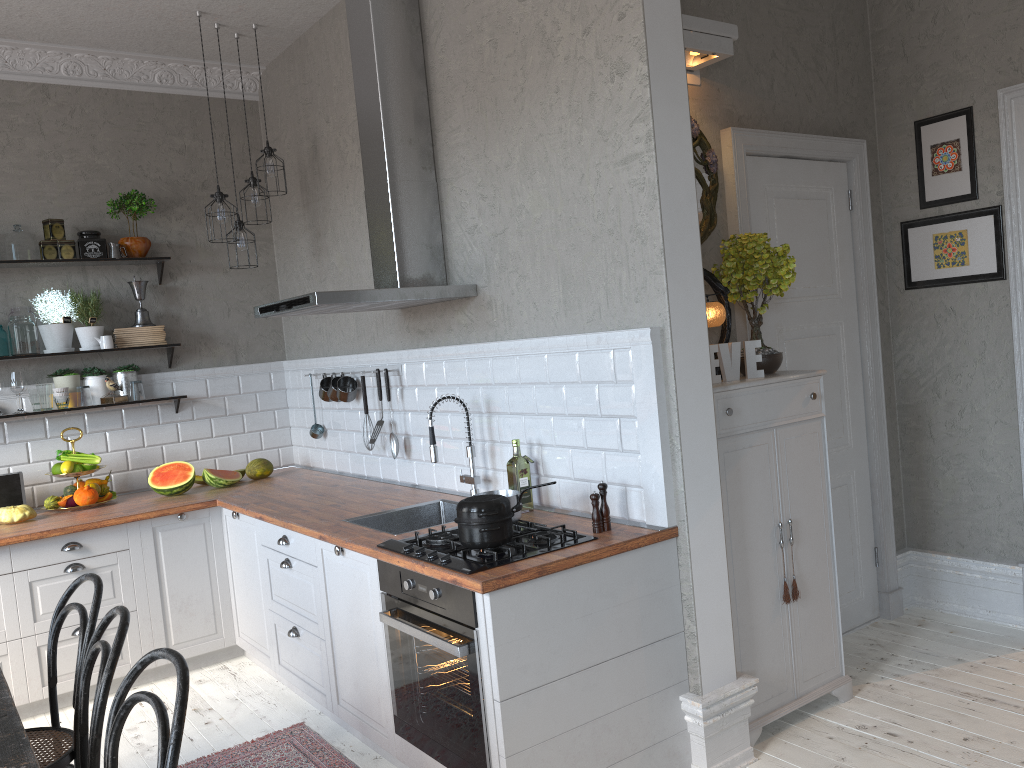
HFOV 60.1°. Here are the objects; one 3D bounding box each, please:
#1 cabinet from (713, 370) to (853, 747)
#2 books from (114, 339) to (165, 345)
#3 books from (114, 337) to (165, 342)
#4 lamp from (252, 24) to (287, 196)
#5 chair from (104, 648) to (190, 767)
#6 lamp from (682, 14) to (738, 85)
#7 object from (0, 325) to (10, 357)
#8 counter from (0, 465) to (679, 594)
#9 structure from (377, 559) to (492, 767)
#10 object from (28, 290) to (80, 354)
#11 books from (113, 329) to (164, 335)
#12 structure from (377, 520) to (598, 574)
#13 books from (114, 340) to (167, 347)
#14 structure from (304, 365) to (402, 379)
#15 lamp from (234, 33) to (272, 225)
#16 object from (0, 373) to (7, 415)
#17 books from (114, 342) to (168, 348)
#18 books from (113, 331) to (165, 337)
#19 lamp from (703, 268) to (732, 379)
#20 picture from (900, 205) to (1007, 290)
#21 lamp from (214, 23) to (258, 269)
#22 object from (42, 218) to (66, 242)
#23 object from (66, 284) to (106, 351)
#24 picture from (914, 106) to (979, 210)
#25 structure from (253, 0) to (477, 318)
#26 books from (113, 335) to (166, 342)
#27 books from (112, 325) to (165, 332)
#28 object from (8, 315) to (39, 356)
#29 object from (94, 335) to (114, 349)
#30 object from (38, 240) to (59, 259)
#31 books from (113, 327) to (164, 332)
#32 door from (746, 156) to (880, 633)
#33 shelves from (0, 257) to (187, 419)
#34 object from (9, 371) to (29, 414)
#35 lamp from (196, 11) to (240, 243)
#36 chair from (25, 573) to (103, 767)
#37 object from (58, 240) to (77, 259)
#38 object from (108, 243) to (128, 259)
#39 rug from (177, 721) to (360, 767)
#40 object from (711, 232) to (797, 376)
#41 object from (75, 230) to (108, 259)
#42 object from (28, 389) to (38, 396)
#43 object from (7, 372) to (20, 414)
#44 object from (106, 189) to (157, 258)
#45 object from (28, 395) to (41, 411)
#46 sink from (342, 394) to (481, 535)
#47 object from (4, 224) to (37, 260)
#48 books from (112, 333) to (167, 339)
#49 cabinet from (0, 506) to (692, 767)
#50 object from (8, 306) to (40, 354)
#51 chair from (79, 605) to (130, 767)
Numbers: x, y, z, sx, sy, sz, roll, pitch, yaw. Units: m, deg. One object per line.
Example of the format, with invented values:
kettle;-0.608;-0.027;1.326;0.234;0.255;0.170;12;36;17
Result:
cabinet;0.902;0.626;3.380;0.680;1.297;0.376;-8;4;-35
books;-2.103;-0.238;5.008;0.265;0.016;0.155;-7;3;-23
books;-2.104;-0.249;5.008;0.265;0.016;0.155;-7;3;-27
lamp;-1.360;-1.878;4.690;0.144;1.735;0.149;-4;4;26
chair;-0.895;1.066;1.779;0.561;0.921;0.428;-8;4;-38
lamp;0.649;-1.282;3.399;0.424;0.171;0.215;-7;4;-36
object;-2.697;-0.219;4.608;0.128;0.172;0.123;-7;4;-32
counter;-1.700;0.676;3.351;3.226;0.039;3.320;-7;4;-35
structure;-0.036;0.872;2.976;0.631;0.623;0.609;-8;4;-35
object;-2.450;-0.344;4.788;0.248;0.354;0.231;-6;3;-18
books;-2.108;-0.292;5.005;0.265;0.016;0.155;-7;3;-23
structure;-0.094;0.513;2.944;0.506;0.031;0.593;-7;4;-35
books;-2.102;-0.227;5.009;0.266;0.011;0.155;-7;3;-30
structure;-0.869;-0.057;4.697;0.096;0.053;1.063;-7;4;-35
lamp;-1.478;-1.745;4.808;0.146;1.735;0.147;-5;3;6
object;-2.673;0.055;4.601;0.080;0.217;0.083;-3;4;41
books;-2.101;-0.216;5.010;0.266;0.011;0.154;-7;3;-33
books;-2.107;-0.281;5.006;0.266;0.011;0.155;-7;3;-30
lamp;0.691;-0.168;3.356;0.457;0.558;0.169;-7;4;-28
picture;2.039;-0.624;4.114;0.014;0.331;0.479;-8;4;-35
lamp;-1.506;-1.480;4.656;0.144;1.735;0.149;-4;4;26
object;-2.440;-0.818;4.720;0.081;0.113;0.084;-3;4;35
object;-2.313;-0.371;4.825;0.167;0.380;0.186;-5;3;16
picture;2.001;-1.037;4.089;0.012;0.417;0.276;-8;4;-35
structure;-0.716;-1.121;3.780;0.727;1.596;0.697;-8;4;-35
books;-2.105;-0.259;5.007;0.266;0.011;0.155;-7;3;-30
books;-2.110;-0.313;5.004;0.266;0.011;0.155;-7;3;-30
object;-2.546;-0.250;4.609;0.126;0.206;0.123;-6;3;-13
object;-2.208;-0.226;4.822;0.106;0.071;0.062;-6;3;-6
object;-2.464;-0.703;4.716;0.084;0.113;0.081;-8;4;-35
books;-2.109;-0.302;5.005;0.265;0.016;0.155;-7;3;-27
door;1.383;0.081;4.013;0.767;2.183;0.078;-8;4;-36
shelves;-2.486;-0.187;4.724;1.343;0.923;0.224;-8;4;-36
object;-2.546;0.044;4.578;0.080;0.217;0.083;-3;4;41
lamp;-1.549;-1.590;4.466;0.147;1.735;0.146;-6;3;-3
chair;-1.457;1.076;2.603;0.561;0.921;0.428;-8;4;-38
object;-2.390;-0.712;4.765;0.084;0.113;0.081;-7;3;-25
object;-2.169;-0.730;4.866;0.095;0.096;0.073;-8;4;-35
rug;-0.803;1.447;3.008;0.751;0.014;1.262;-7;4;-35
object;0.954;-0.313;3.452;0.298;0.553;0.340;-6;3;-1
object;-2.320;-0.755;4.876;0.145;0.174;0.139;-8;4;-35
object;-2.531;0.069;4.720;0.079;0.083;0.077;-6;3;-18
object;-2.599;0.045;4.649;0.080;0.217;0.083;-3;4;41
object;-2.112;-0.892;4.971;0.263;0.397;0.239;-6;3;-11
object;-2.528;0.102;4.722;0.079;0.083;0.077;-6;3;-18
sink;-0.350;0.414;3.542;0.539;0.720;0.476;-8;4;-35
object;-2.625;-0.741;4.722;0.138;0.220;0.141;-5;3;14
books;-2.106;-0.270;5.007;0.266;0.011;0.154;-7;3;-33
cabinet;-1.372;1.037;3.761;4.165;0.854;2.001;-5;3;10
object;-2.615;-0.279;4.742;0.134;0.264;0.129;-7;4;-30
chair;-1.199;1.073;2.204;0.559;0.921;0.430;-7;4;-28
